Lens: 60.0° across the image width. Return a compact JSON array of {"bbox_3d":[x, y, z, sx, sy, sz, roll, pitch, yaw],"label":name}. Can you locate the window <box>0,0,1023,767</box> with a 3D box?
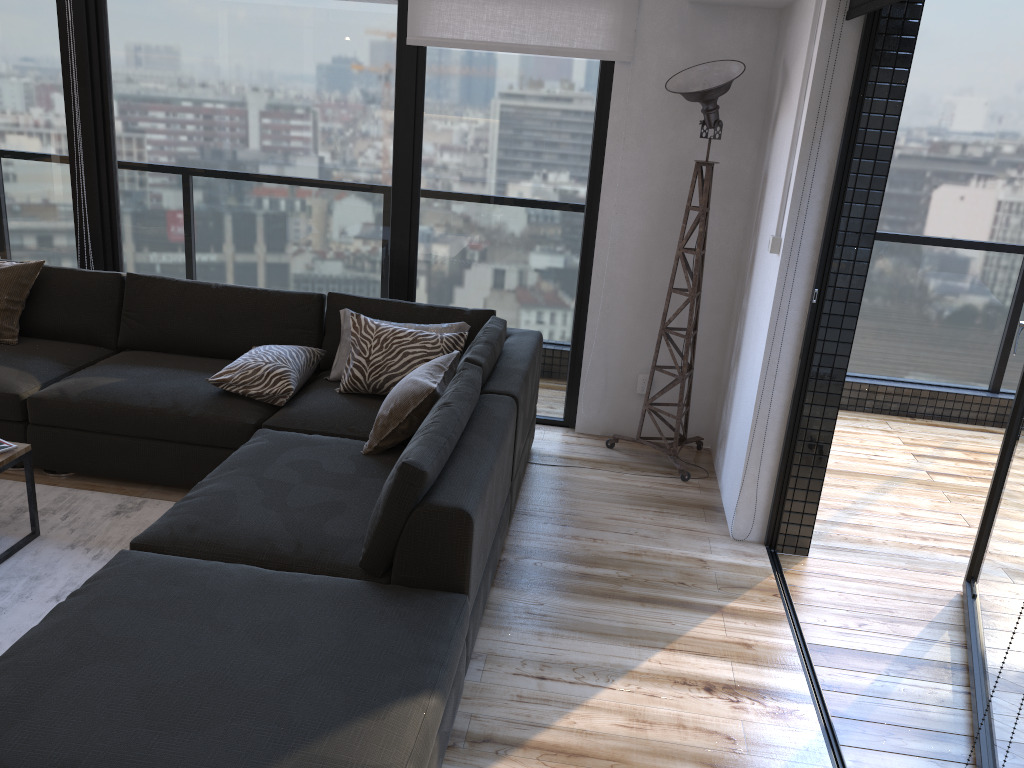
[{"bbox_3d":[-2.428,-2.004,2.380,13.395,5.593,5.638,7,19,5],"label":"window"}]

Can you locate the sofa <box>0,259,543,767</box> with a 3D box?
[{"bbox_3d":[-1.544,0.238,2.983,3.043,0.704,2.985,7,18,5],"label":"sofa"}]

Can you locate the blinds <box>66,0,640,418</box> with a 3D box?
[{"bbox_3d":[-2.117,-1.095,4.387,5.368,2.053,0.095,6,19,5],"label":"blinds"}]

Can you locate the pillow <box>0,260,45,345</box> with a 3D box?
[{"bbox_3d":[-2.484,-0.409,4.078,0.609,0.384,0.264,7,19,6],"label":"pillow"}]

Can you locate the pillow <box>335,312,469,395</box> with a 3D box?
[{"bbox_3d":[-0.457,-0.103,3.712,0.531,0.316,0.249,8,19,9],"label":"pillow"}]

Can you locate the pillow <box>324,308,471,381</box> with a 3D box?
[{"bbox_3d":[-0.503,-0.135,3.873,0.611,0.295,0.233,7,19,6],"label":"pillow"}]

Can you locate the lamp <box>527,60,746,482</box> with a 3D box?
[{"bbox_3d":[0.334,-0.492,3.877,1.468,1.836,0.423,2,19,-9],"label":"lamp"}]

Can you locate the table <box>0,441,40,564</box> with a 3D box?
[{"bbox_3d":[-2.046,0.532,2.517,0.697,0.352,1.292,7,18,6],"label":"table"}]

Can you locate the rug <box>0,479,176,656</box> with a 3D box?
[{"bbox_3d":[-2.058,0.710,2.538,1.636,0.003,2.104,7,18,5],"label":"rug"}]

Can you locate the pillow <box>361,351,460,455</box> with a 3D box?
[{"bbox_3d":[-0.365,0.063,3.326,0.273,0.310,0.544,6,18,5],"label":"pillow"}]

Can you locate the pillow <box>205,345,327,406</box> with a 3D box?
[{"bbox_3d":[-1.028,-0.058,3.776,0.356,0.178,0.528,6,18,4],"label":"pillow"}]

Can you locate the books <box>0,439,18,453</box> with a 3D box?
[{"bbox_3d":[-1.822,0.226,2.921,0.228,0.013,0.294,14,20,25],"label":"books"}]

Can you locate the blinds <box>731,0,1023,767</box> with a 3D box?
[{"bbox_3d":[1.477,0.327,1.302,1.826,2.062,3.848,-10,23,-38],"label":"blinds"}]

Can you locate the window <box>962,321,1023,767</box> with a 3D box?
[{"bbox_3d":[1.297,0.106,1.978,0.100,2.060,2.440,12,20,21],"label":"window"}]
